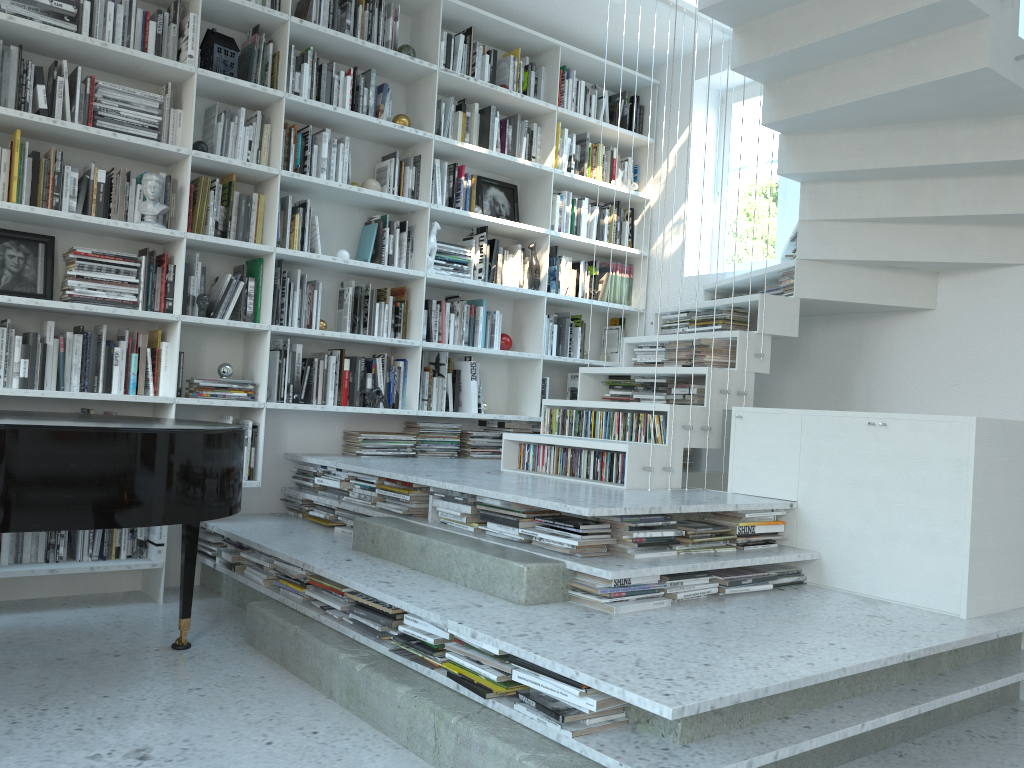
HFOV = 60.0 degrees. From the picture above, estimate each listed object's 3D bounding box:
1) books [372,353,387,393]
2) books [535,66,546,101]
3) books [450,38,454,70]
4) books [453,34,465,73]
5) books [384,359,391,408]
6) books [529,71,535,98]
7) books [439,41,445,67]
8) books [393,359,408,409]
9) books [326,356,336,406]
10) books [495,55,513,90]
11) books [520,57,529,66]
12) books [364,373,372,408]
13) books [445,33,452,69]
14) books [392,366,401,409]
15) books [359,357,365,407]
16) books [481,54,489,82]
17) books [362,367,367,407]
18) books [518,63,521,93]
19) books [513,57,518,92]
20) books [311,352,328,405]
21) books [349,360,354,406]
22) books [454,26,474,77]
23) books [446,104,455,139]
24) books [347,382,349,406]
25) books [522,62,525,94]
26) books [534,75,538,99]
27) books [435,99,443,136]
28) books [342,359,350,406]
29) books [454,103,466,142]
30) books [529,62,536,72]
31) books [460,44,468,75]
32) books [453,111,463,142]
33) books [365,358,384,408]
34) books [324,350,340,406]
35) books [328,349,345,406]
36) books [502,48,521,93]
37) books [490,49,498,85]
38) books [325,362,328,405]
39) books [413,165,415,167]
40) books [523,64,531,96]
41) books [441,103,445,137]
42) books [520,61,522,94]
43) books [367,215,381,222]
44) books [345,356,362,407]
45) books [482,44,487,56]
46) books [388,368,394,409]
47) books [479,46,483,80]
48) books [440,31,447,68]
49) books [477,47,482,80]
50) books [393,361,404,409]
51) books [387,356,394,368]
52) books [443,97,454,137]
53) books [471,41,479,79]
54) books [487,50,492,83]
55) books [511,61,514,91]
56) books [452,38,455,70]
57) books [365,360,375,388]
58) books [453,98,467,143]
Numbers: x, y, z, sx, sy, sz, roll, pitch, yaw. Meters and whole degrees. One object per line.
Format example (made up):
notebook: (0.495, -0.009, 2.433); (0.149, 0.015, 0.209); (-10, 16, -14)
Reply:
books: (-0.721, -0.018, 4.779); (0.013, 0.294, 0.134); (4, -1, -38)
books: (0.137, -1.774, 5.383); (0.026, 0.263, 0.163); (4, -1, -38)
books: (-0.388, -1.801, 4.975); (0.024, 0.231, 0.168); (4, -1, -38)
books: (-0.337, -1.820, 5.014); (0.048, 0.278, 0.150); (4, -1, -38)
books: (-0.709, -0.002, 4.790); (0.021, 0.264, 0.150); (4, -1, -38)
books: (0.071, -1.753, 5.330); (0.029, 0.210, 0.169); (4, -1, -38)
books: (-0.440, -1.781, 4.917); (0.022, 0.182, 0.189); (4, -1, -38)
books: (-0.625, 0.000, 4.843); (0.025, 0.272, 0.171); (4, -1, -38)
books: (-0.968, -0.018, 4.571); (0.025, 0.252, 0.181); (4, -1, -38)
books: (-0.058, -1.787, 5.221); (0.019, 0.256, 0.169); (4, -1, -38)
books: (0.046, -1.799, 5.328); (0.020, 0.299, 0.131); (4, -1, -38)
books: (-0.798, 0.032, 4.713); (0.025, 0.181, 0.169); (4, -1, -38)
books: (-0.403, -1.808, 4.953); (0.026, 0.241, 0.184); (4, -1, -38)
books: (-0.662, 0.019, 4.806); (0.025, 0.228, 0.175); (4, -1, -38)
books: (-0.836, -0.012, 4.688); (0.026, 0.263, 0.169); (4, -1, -38)
books: (-0.202, -1.771, 5.109); (0.024, 0.202, 0.190); (4, -1, -38)
books: (-0.819, 0.016, 4.704); (0.022, 0.211, 0.135); (4, -1, -38)
books: (-0.005, -1.767, 5.263); (0.007, 0.226, 0.170); (4, -1, -38)
books: (-0.037, -1.783, 5.248); (0.016, 0.252, 0.189); (4, -1, -38)
books: (-0.999, -0.028, 4.560); (0.014, 0.268, 0.171); (4, -1, -38)
books: (-0.881, -0.005, 4.666); (0.021, 0.242, 0.131); (4, -1, -38)
books: (-0.282, -1.843, 5.045); (0.014, 0.332, 0.180); (4, -1, -38)
books: (-0.377, -1.441, 5.011); (0.026, 0.250, 0.130); (4, -1, -38)
books: (-0.895, -0.004, 4.646); (0.025, 0.237, 0.156); (4, -1, -38)
books: (0.015, -1.780, 5.306); (0.017, 0.257, 0.146); (4, -1, -38)
books: (0.100, -1.751, 5.383); (0.031, 0.211, 0.131); (4, -1, -38)
books: (-0.439, -1.448, 4.955); (0.012, 0.254, 0.161); (4, -1, -38)
books: (-0.907, -0.008, 4.618); (0.031, 0.244, 0.184); (4, -1, -38)
books: (-0.325, -1.443, 5.028); (0.026, 0.261, 0.167); (4, -1, -38)
books: (0.083, -1.786, 5.362); (0.025, 0.279, 0.136); (4, -1, -38)
books: (-0.309, -1.794, 5.039); (0.030, 0.231, 0.148); (4, -1, -38)
books: (-0.344, -1.417, 5.008); (0.025, 0.207, 0.175); (4, -1, -38)
books: (-0.749, -0.007, 4.746); (0.070, 0.266, 0.186); (4, -1, -38)
books: (-0.944, -0.031, 4.613); (0.012, 0.285, 0.159); (4, -1, -38)
books: (-0.921, -0.034, 4.603); (0.012, 0.293, 0.175); (4, -1, -38)
books: (-0.012, -1.815, 5.266); (0.007, 0.320, 0.165); (4, -1, -38)
books: (-0.153, -1.795, 5.160); (0.030, 0.257, 0.164); (4, -1, -38)
books: (-0.993, -0.004, 4.572); (0.012, 0.221, 0.153); (4, -1, -38)
books: (-0.585, -1.075, 4.857); (0.013, 0.221, 0.155); (4, -1, -38)
books: (0.042, -1.768, 5.300); (0.018, 0.235, 0.186); (4, -1, -38)
books: (-0.428, -1.438, 4.961); (0.013, 0.236, 0.141); (4, -1, -38)
books: (0.006, -1.778, 5.279); (0.031, 0.248, 0.164); (4, -1, -38)
books: (-0.744, -0.753, 4.753); (0.016, 0.290, 0.135); (4, -1, -38)
books: (-0.852, -0.013, 4.667); (0.026, 0.262, 0.173); (4, -1, -38)
books: (-0.202, -1.809, 5.141); (0.012, 0.279, 0.153); (4, -1, -38)
books: (-0.690, 0.021, 4.791); (0.013, 0.220, 0.168); (4, -1, -38)
books: (-0.227, -1.799, 5.106); (0.021, 0.254, 0.151); (4, -1, -38)
books: (-0.426, -1.814, 4.941); (0.025, 0.250, 0.178); (4, -1, -38)
books: (-0.239, -1.791, 5.086); (0.022, 0.236, 0.172); (4, -1, -38)
books: (-0.645, 0.006, 4.827); (0.026, 0.258, 0.156); (4, -1, -38)
books: (-0.694, -0.010, 4.819); (0.012, 0.282, 0.143); (4, -1, -38)
books: (-0.402, -1.459, 4.981); (0.052, 0.282, 0.166); (4, -1, -38)
books: (-0.252, -1.805, 5.075); (0.014, 0.262, 0.168); (4, -1, -38)
books: (-0.178, -1.795, 5.157); (0.012, 0.254, 0.161); (4, -1, -38)
books: (-0.050, -1.768, 5.231); (0.008, 0.220, 0.182); (4, -1, -38)
books: (-0.378, -1.809, 5.005); (0.027, 0.249, 0.140); (4, -1, -38)
books: (-0.783, -0.001, 4.727); (0.012, 0.249, 0.164); (4, -1, -38)
books: (-0.315, -1.459, 5.047); (0.011, 0.296, 0.162); (4, -1, -38)
